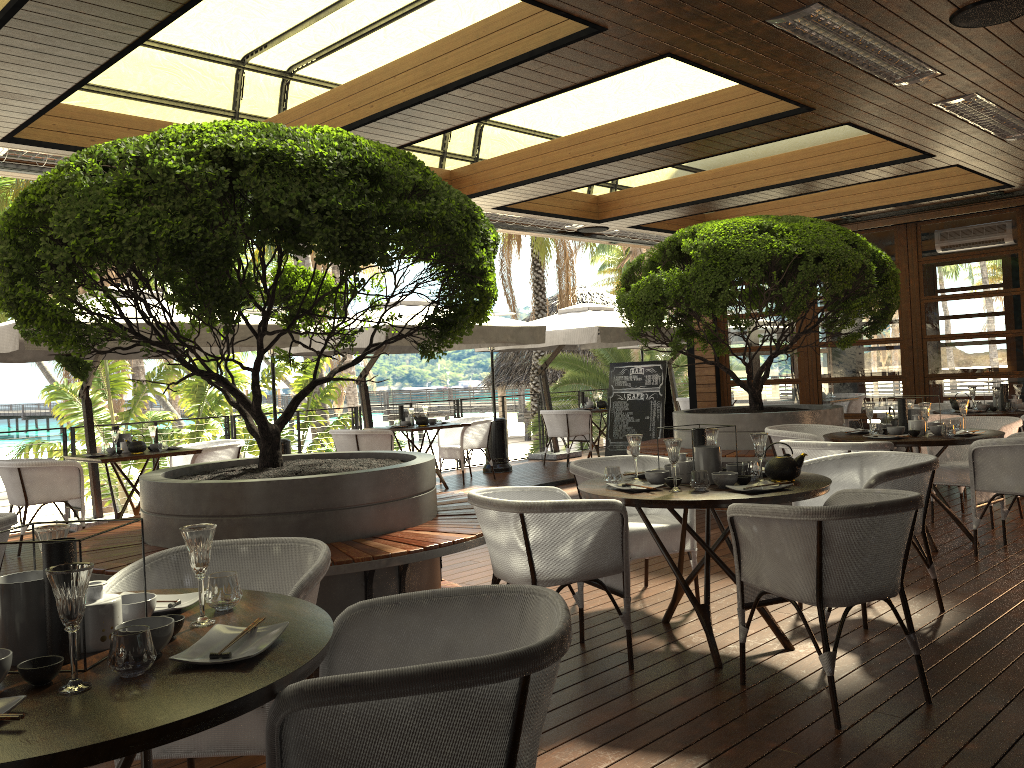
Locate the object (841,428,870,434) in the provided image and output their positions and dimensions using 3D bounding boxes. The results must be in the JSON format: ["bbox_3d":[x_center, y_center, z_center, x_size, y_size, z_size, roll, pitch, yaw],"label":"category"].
[{"bbox_3d":[2.527,0.349,6.484,0.295,0.025,0.170,-3,1,-36],"label":"object"}]

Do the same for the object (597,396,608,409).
[{"bbox_3d":[1.313,0.266,12.921,0.168,0.179,0.163,-3,0,43],"label":"object"}]

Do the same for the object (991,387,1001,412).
[{"bbox_3d":[4.403,0.138,8.047,0.082,0.227,0.082,-3,0,-4],"label":"object"}]

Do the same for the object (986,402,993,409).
[{"bbox_3d":[4.611,0.208,8.500,0.116,0.065,0.116,-3,0,-34],"label":"object"}]

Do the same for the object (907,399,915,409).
[{"bbox_3d":[2.913,0.226,6.491,0.082,0.227,0.082,-3,-1,38],"label":"object"}]

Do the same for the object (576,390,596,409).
[{"bbox_3d":[1.099,0.233,13.132,0.263,0.264,0.263,-3,0,0],"label":"object"}]

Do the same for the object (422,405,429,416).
[{"bbox_3d":[-1.057,0.375,10.859,0.082,0.227,0.082,-2,-1,-44],"label":"object"}]

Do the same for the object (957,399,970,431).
[{"bbox_3d":[3.118,0.220,6.117,0.082,0.227,0.082,-2,0,-35],"label":"object"}]

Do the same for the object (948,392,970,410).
[{"bbox_3d":[4.280,0.167,8.461,0.163,0.179,0.168,-3,0,-7],"label":"object"}]

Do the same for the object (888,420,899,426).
[{"bbox_3d":[2.779,0.306,6.448,0.086,0.086,0.086,-3,0,13],"label":"object"}]

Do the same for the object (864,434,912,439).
[{"bbox_3d":[2.532,0.354,5.945,0.170,0.025,0.294,-3,1,-41],"label":"object"}]

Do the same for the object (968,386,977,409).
[{"bbox_3d":[4.412,0.134,8.487,0.082,0.227,0.082,-3,0,-21],"label":"object"}]

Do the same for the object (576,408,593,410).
[{"bbox_3d":[1.050,0.359,12.714,0.294,0.025,0.170,-2,1,45],"label":"object"}]

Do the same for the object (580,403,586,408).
[{"bbox_3d":[1.033,0.326,12.921,0.086,0.086,0.086,-3,0,-40],"label":"object"}]

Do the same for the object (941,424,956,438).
[{"bbox_3d":[2.858,0.309,5.808,0.086,0.086,0.086,-3,0,13],"label":"object"}]

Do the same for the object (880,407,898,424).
[{"bbox_3d":[2.821,0.256,6.593,0.163,0.179,0.168,-3,0,-34],"label":"object"}]

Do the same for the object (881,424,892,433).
[{"bbox_3d":[2.678,0.322,6.395,0.116,0.065,0.116,-3,0,-32],"label":"object"}]

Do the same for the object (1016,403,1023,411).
[{"bbox_3d":[4.611,0.212,8.044,0.116,0.065,0.116,-3,0,-34],"label":"object"}]

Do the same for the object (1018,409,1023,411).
[{"bbox_3d":[4.683,0.231,7.873,0.295,0.025,0.170,-3,1,-10],"label":"object"}]

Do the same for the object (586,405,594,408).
[{"bbox_3d":[1.126,0.333,12.859,0.116,0.065,0.116,-3,0,-41],"label":"object"}]

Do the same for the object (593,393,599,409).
[{"bbox_3d":[1.208,0.247,12.712,0.082,0.227,0.082,-2,-1,-44],"label":"object"}]

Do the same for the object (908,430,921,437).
[{"bbox_3d":[2.729,0.335,6.012,0.080,0.042,0.080,-3,0,10],"label":"object"}]

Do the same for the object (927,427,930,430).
[{"bbox_3d":[3.113,0.320,6.495,0.170,0.025,0.294,-3,1,-41],"label":"object"}]

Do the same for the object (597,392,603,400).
[{"bbox_3d":[1.323,0.236,13.257,0.082,0.227,0.082,-2,-1,-44],"label":"object"}]

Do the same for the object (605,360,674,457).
[{"bbox_3d":[1.648,0.409,11.344,0.768,1.397,0.772,-3,0,29],"label":"object"}]

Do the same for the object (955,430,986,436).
[{"bbox_3d":[3.050,0.329,5.942,0.295,0.025,0.170,-3,1,-36],"label":"object"}]

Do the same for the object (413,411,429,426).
[{"bbox_3d":[-1.067,0.405,10.520,0.168,0.179,0.163,-3,0,-43],"label":"object"}]

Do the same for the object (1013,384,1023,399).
[{"bbox_3d":[4.838,0.113,8.469,0.082,0.227,0.082,-3,0,-4],"label":"object"}]

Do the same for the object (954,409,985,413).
[{"bbox_3d":[4.220,0.250,8.147,0.170,0.025,0.294,-3,1,-5],"label":"object"}]

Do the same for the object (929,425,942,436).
[{"bbox_3d":[2.898,0.315,6.022,0.116,0.065,0.116,-3,0,-32],"label":"object"}]

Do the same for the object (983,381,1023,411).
[{"bbox_3d":[4.601,0.112,8.252,0.263,0.264,0.263,-3,0,-10],"label":"object"}]

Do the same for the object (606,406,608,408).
[{"bbox_3d":[1.413,0.317,13.109,0.116,0.065,0.116,-3,0,-41],"label":"object"}]

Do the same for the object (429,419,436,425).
[{"bbox_3d":[-0.967,0.456,10.711,0.116,0.065,0.116,-2,0,43],"label":"object"}]

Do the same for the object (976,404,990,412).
[{"bbox_3d":[4.374,0.222,8.232,0.116,0.065,0.116,-3,0,16],"label":"object"}]

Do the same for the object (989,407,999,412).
[{"bbox_3d":[4.429,0.232,8.140,0.080,0.042,0.080,-3,0,24],"label":"object"}]

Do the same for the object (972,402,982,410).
[{"bbox_3d":[4.381,0.210,8.346,0.086,0.086,0.086,-3,0,45],"label":"object"}]

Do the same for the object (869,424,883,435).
[{"bbox_3d":[2.533,0.321,6.165,0.086,0.086,0.086,-3,0,8],"label":"object"}]

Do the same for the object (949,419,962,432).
[{"bbox_3d":[3.110,0.292,6.224,0.086,0.086,0.086,-3,0,8],"label":"object"}]

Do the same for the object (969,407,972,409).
[{"bbox_3d":[4.514,0.231,8.655,0.295,0.025,0.170,-3,1,-10],"label":"object"}]

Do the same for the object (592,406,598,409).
[{"bbox_3d":[1.197,0.342,12.790,0.080,0.042,0.080,-3,0,36],"label":"object"}]

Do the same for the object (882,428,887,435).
[{"bbox_3d":[2.628,0.337,6.301,0.080,0.042,0.080,-3,0,22],"label":"object"}]

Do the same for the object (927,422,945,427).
[{"bbox_3d":[3.030,0.306,6.331,0.116,0.065,0.116,-3,0,-20],"label":"object"}]

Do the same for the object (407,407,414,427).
[{"bbox_3d":[-1.171,0.386,10.314,0.082,0.227,0.082,-3,0,34],"label":"object"}]

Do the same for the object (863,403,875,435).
[{"bbox_3d":[2.532,0.247,6.272,0.082,0.227,0.082,-2,0,-35],"label":"object"}]

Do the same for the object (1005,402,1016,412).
[{"bbox_3d":[4.495,0.208,7.989,0.086,0.086,0.086,-3,0,40],"label":"object"}]

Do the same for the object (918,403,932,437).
[{"bbox_3d":[2.760,0.239,5.911,0.082,0.227,0.082,-2,-1,-40],"label":"object"}]
